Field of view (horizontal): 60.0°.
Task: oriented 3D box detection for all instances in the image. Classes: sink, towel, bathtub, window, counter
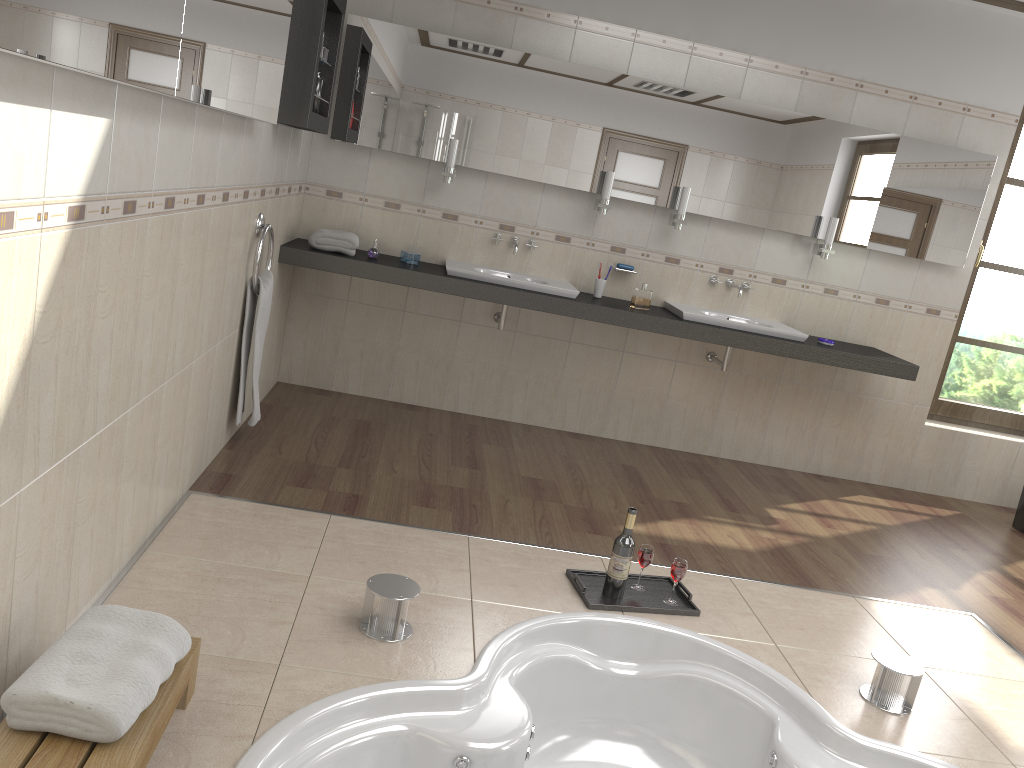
[{"bbox_3d":[1.140,-0.212,4.693,0.670,0.288,0.403,10,12,-6],"label":"sink"},{"bbox_3d":[-0.876,-0.712,4.383,0.233,0.099,0.331,9,13,-12],"label":"towel"},{"bbox_3d":[-0.035,-0.420,4.560,0.670,0.288,0.403,10,12,-6],"label":"sink"},{"bbox_3d":[0.372,1.291,1.906,1.754,0.674,1.751,21,16,37],"label":"bathtub"},{"bbox_3d":[-0.803,0.561,1.748,0.233,0.099,0.331,11,12,-2],"label":"towel"},{"bbox_3d":[-1.056,-0.148,3.674,0.101,0.634,0.280,9,13,-9],"label":"towel"},{"bbox_3d":[3.079,-0.675,5.099,0.998,1.934,0.117,10,12,-6],"label":"window"},{"bbox_3d":[0.461,-0.389,4.557,3.220,0.080,0.510,10,12,-6],"label":"counter"}]

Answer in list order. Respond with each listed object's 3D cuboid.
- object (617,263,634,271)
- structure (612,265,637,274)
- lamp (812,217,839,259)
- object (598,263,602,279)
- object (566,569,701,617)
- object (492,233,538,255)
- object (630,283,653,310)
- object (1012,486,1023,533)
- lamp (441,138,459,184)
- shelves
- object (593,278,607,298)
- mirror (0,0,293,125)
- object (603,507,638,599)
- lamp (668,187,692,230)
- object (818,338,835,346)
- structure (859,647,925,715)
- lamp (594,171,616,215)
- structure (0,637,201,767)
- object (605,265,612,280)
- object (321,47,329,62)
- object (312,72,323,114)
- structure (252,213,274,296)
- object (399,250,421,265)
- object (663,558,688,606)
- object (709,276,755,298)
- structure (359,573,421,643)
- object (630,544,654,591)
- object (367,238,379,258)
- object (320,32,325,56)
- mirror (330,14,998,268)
[{"bbox_3d":[0.602,-0.621,4.706,0.090,0.027,0.060,11,12,-4],"label":"object"},{"bbox_3d":[0.599,-0.606,4.719,0.124,0.034,0.092,10,12,-6],"label":"structure"},{"bbox_3d":[1.651,-0.766,4.650,0.068,0.215,0.131,10,12,-6],"label":"lamp"},{"bbox_3d":[0.445,-0.537,4.590,0.012,0.178,0.050,19,15,32],"label":"object"},{"bbox_3d":[0.409,0.699,3.014,0.400,0.040,0.250,8,13,-16],"label":"object"},{"bbox_3d":[0.015,-0.720,4.592,0.245,0.082,0.211,10,12,-6],"label":"object"},{"bbox_3d":[0.663,-0.447,4.512,0.100,0.130,0.040,4,14,-31],"label":"object"},{"bbox_3d":[2.935,0.231,4.668,0.343,1.209,0.413,10,12,-6],"label":"object"},{"bbox_3d":[-0.306,-1.112,4.429,0.068,0.215,0.131,10,12,-6],"label":"lamp"},{"bbox_3d":[-0.833,-1.363,3.699,0.135,0.585,0.608,10,12,-6],"label":"shelves"},{"bbox_3d":[0.454,-0.499,4.624,0.058,0.100,0.058,12,12,4],"label":"object"},{"bbox_3d":[-0.654,-0.789,1.329,0.005,0.600,3.600,10,12,-6],"label":"mirror"},{"bbox_3d":[0.367,0.557,2.942,0.070,0.307,0.070,1,16,-39],"label":"object"},{"bbox_3d":[0.868,-0.904,4.561,0.068,0.215,0.131,10,12,-6],"label":"lamp"},{"bbox_3d":[1.647,-0.222,4.649,0.083,0.020,0.083,13,12,7],"label":"object"},{"bbox_3d":[1.128,0.882,2.635,0.150,0.131,0.150,11,12,-2],"label":"structure"},{"bbox_3d":[0.477,-0.973,4.517,0.068,0.215,0.131,10,12,-6],"label":"lamp"},{"bbox_3d":[-0.799,0.767,1.387,0.260,0.140,1.280,10,12,-6],"label":"structure"},{"bbox_3d":[0.476,-0.534,4.610,0.054,0.175,0.012,16,13,18],"label":"object"},{"bbox_3d":[-0.825,-1.399,3.751,0.072,0.053,0.102,11,12,-1],"label":"object"},{"bbox_3d":[-0.861,-1.273,3.882,0.050,0.184,0.050,12,12,5],"label":"object"},{"bbox_3d":[-1.013,-0.522,3.580,0.051,0.332,0.291,10,12,-6],"label":"structure"},{"bbox_3d":[-0.515,-0.637,4.474,0.072,0.053,0.102,4,14,-31],"label":"object"},{"bbox_3d":[0.551,0.665,2.985,0.055,0.153,0.055,8,13,-13],"label":"object"},{"bbox_3d":[1.189,-0.512,4.725,0.245,0.082,0.211,10,12,-6],"label":"object"},{"bbox_3d":[-0.340,0.622,2.469,0.150,0.131,0.150,12,12,3],"label":"structure"},{"bbox_3d":[0.450,0.630,3.048,0.055,0.153,0.055,8,13,-13],"label":"object"},{"bbox_3d":[-0.682,-0.673,4.389,0.059,0.094,0.059,9,13,-12],"label":"object"},{"bbox_3d":[-0.793,-1.396,3.588,0.040,0.130,0.100,11,12,-1],"label":"object"},{"bbox_3d":[0.827,-1.212,4.554,3.430,0.600,0.005,10,12,-6],"label":"mirror"}]
